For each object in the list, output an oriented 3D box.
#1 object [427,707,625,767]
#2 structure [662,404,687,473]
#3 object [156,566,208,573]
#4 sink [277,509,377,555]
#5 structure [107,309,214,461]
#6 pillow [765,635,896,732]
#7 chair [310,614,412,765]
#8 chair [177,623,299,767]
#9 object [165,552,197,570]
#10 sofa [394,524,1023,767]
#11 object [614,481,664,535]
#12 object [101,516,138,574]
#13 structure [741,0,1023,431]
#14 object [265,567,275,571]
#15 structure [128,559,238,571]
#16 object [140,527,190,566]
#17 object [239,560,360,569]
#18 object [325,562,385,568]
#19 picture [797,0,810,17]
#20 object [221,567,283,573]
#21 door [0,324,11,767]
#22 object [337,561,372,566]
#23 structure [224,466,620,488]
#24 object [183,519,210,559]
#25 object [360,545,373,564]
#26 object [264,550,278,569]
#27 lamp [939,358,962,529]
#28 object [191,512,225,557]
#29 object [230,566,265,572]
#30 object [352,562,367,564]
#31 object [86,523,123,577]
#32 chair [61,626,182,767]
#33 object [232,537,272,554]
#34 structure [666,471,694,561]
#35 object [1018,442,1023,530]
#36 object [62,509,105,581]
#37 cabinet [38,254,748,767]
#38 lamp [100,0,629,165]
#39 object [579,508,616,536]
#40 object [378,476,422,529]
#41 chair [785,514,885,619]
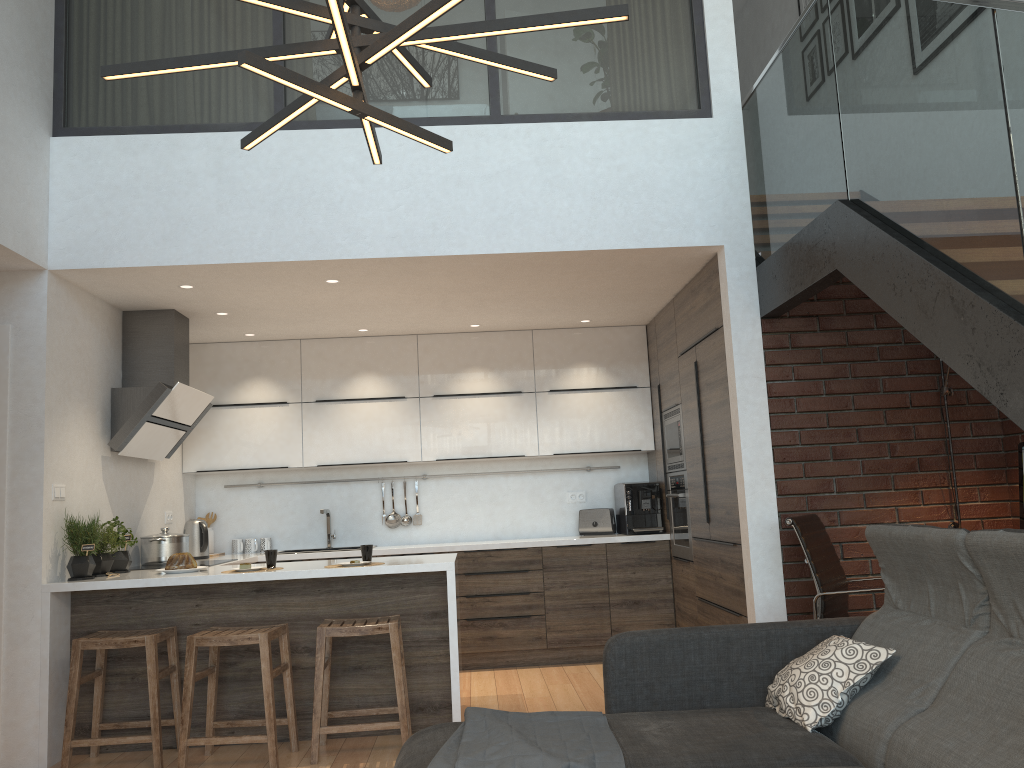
[{"bbox_3d":[0.054,1.182,2.565,0.548,0.369,0.685,-4,-8,5],"label":"object"},{"bbox_3d":[1.316,0.370,5.990,0.459,0.430,0.595,-3,-8,-3],"label":"structure"},{"bbox_3d":[-1.731,0.977,4.654,0.261,0.021,0.261,-2,-8,-8],"label":"object"},{"bbox_3d":[-1.351,1.165,6.383,0.706,0.518,0.512,-3,-8,-3],"label":"sink"},{"bbox_3d":[-2.158,-0.045,5.510,0.407,0.998,0.898,-3,-8,-3],"label":"structure"},{"bbox_3d":[1.018,0.760,1.747,0.386,0.364,2.734,-3,-8,1],"label":"pillow"},{"bbox_3d":[-0.715,1.435,4.228,0.450,0.600,0.350,-2,-8,-5],"label":"chair"},{"bbox_3d":[-1.265,1.449,4.122,0.450,0.600,0.350,-3,-8,2],"label":"chair"},{"bbox_3d":[-1.744,0.940,4.669,0.155,0.101,0.161,-2,-8,-7],"label":"object"},{"bbox_3d":[0.425,0.831,1.603,2.108,0.995,3.169,-3,-8,-3],"label":"sofa"},{"bbox_3d":[0.939,0.913,6.545,0.274,0.378,0.532,-3,-8,-3],"label":"object"},{"bbox_3d":[-2.175,0.883,4.883,0.179,0.311,0.172,-4,-8,8],"label":"object"},{"bbox_3d":[2.014,-0.050,3.203,1.289,3.460,5.660,-3,-8,-3],"label":"structure"},{"bbox_3d":[-1.217,0.927,4.453,0.025,0.011,0.126,-3,-8,1],"label":"object"},{"bbox_3d":[-2.013,1.093,5.358,0.550,0.006,0.609,-3,-8,-3],"label":"structure"},{"bbox_3d":[-2.152,1.003,5.501,0.288,0.223,0.315,-9,-10,38],"label":"object"},{"bbox_3d":[-1.065,0.903,4.451,0.597,0.039,0.064,-2,-8,-7],"label":"object"},{"bbox_3d":[-0.798,0.918,4.496,0.304,0.002,0.304,-7,-9,29],"label":"object"},{"bbox_3d":[2.260,-2.884,6.761,0.025,0.410,0.333,-3,-8,-3],"label":"picture"},{"bbox_3d":[-1.316,0.945,4.500,0.305,0.002,0.305,2,-9,-34],"label":"object"},{"bbox_3d":[-2.923,0.782,4.246,0.974,2.136,0.085,-3,-8,-3],"label":"door"},{"bbox_3d":[-0.793,0.904,4.455,0.176,0.014,0.176,-3,-8,1],"label":"object"},{"bbox_3d":[-0.666,0.708,6.754,3.000,0.045,0.050,-3,-8,-3],"label":"structure"},{"bbox_3d":[-2.160,1.059,6.050,0.179,0.270,0.220,-1,-8,-15],"label":"object"},{"bbox_3d":[-0.748,0.877,4.571,0.066,0.093,0.066,1,-9,-29],"label":"object"},{"bbox_3d":[-1.243,0.904,4.577,0.066,0.093,0.066,-8,-9,32],"label":"object"},{"bbox_3d":[2.311,0.546,4.042,0.462,2.003,1.054,0,-8,-19],"label":"lamp"},{"bbox_3d":[-2.249,1.095,6.469,0.221,0.316,0.330,-3,-8,-3],"label":"object"},{"bbox_3d":[-1.328,0.933,4.464,0.176,0.014,0.176,-1,-8,-13],"label":"object"},{"bbox_3d":[-0.778,0.894,4.405,0.126,0.012,0.025,-5,-8,16],"label":"object"},{"bbox_3d":[-2.172,0.871,4.687,0.221,0.283,0.211,-4,-8,10],"label":"object"},{"bbox_3d":[-1.834,1.490,4.215,0.450,0.600,0.350,-3,-8,-3],"label":"chair"},{"bbox_3d":[-1.935,1.202,6.591,0.297,0.105,0.112,-3,-8,-1],"label":"object"},{"bbox_3d":[1.323,0.866,5.923,0.495,0.570,0.595,-3,-8,-3],"label":"structure"},{"bbox_3d":[2.315,0.499,3.801,0.431,0.535,0.716,-3,-8,-3],"label":"object"},{"bbox_3d":[-2.167,0.801,4.477,0.186,0.367,0.196,-3,-8,-3],"label":"object"},{"bbox_3d":[-0.583,0.698,5.577,3.495,2.401,2.401,-3,-8,-3],"label":"cabinet"},{"bbox_3d":[-0.429,-2.397,2.185,1.200,3.645,0.831,-4,-8,7],"label":"lamp"},{"bbox_3d":[0.639,1.035,6.666,0.260,0.195,0.177,-5,-8,17],"label":"object"},{"bbox_3d":[-0.846,0.894,6.713,0.320,0.389,0.069,-3,-8,-2],"label":"object"},{"bbox_3d":[1.665,1.092,4.062,0.700,0.991,0.651,-7,-9,31],"label":"chair"}]
